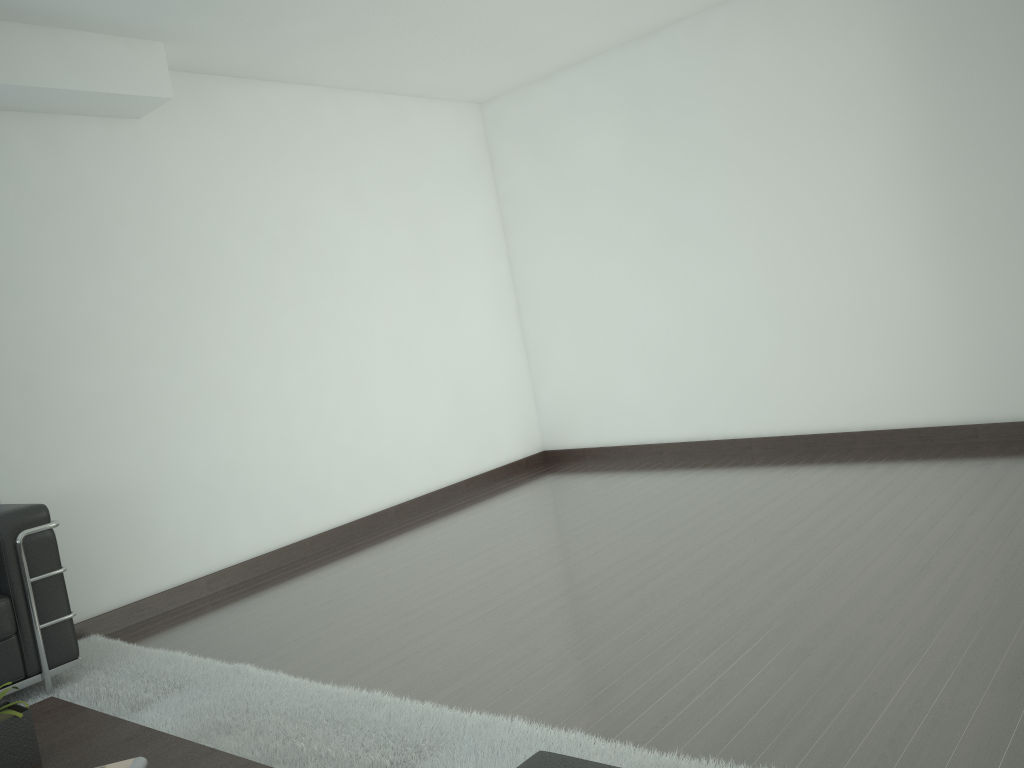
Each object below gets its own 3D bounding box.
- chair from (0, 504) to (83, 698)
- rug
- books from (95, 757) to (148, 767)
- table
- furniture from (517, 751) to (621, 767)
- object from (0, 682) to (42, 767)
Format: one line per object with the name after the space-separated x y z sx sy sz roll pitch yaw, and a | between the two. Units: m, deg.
-3.596 1.463 5.176 1.121 1.169 1.652 -8 4 41 | chair
-2.411 1.979 2.552 6.238 0.110 5.188 -7 5 41 | rug
-1.377 1.295 2.628 0.446 0.045 0.518 -11 4 -8 | books
-1.911 1.688 2.636 1.932 0.441 1.928 -7 5 41 | table
0.151 1.266 1.952 0.586 0.578 0.605 -8 4 41 | furniture
-1.976 0.934 3.196 0.252 0.991 0.337 -9 3 41 | object
